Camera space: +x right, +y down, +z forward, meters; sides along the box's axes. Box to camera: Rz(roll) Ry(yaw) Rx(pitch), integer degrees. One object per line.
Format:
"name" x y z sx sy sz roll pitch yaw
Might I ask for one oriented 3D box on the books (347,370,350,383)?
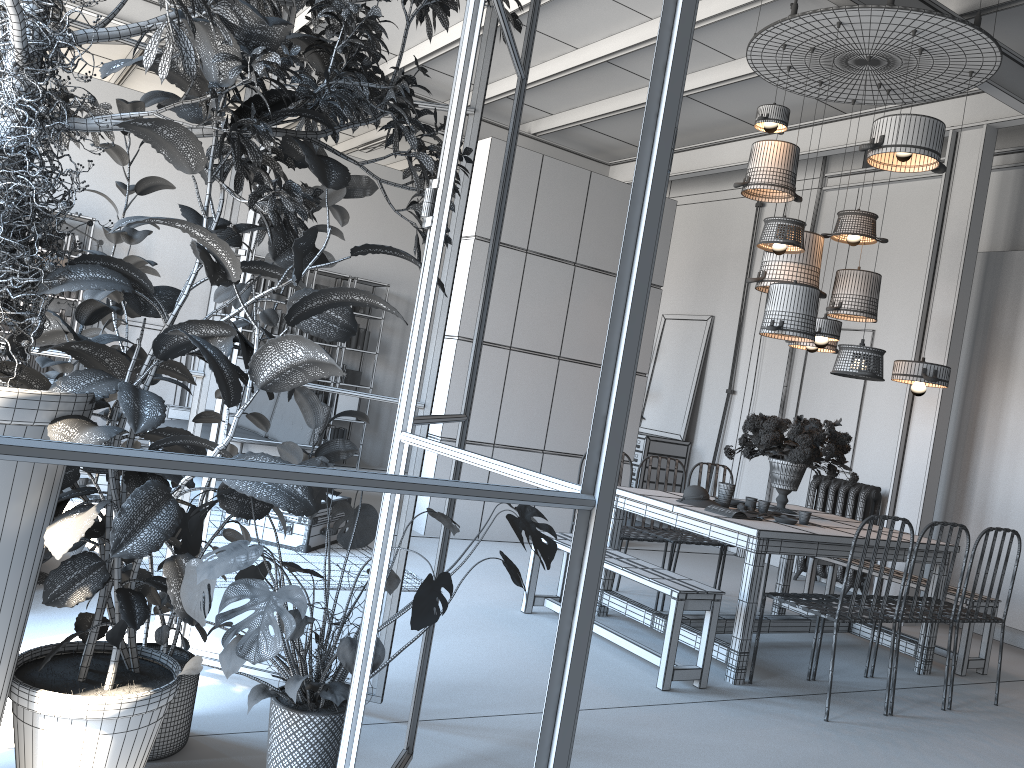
"books" -2.003 -0.091 10.711 0.012 0.177 0.134 10 0 -32

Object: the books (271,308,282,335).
"books" -2.734 -0.717 10.196 0.071 0.303 0.222 10 0 -32

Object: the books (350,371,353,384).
"books" -1.965 -0.084 10.736 0.012 0.177 0.134 10 0 -32

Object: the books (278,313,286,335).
"books" -2.676 -0.685 10.237 0.084 0.267 0.193 10 0 -31

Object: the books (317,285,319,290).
"books" -2.302 -1.045 10.340 0.016 0.240 0.182 10 0 -32

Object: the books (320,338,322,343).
"books" -2.283 -0.596 10.531 0.022 0.227 0.165 10 0 -32

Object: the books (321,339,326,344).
"books" -2.257 -0.600 10.571 0.057 0.244 0.180 10 0 -32

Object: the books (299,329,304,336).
"books" -2.468 -0.637 10.449 0.057 0.244 0.180 10 0 -32

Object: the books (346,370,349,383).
"books" -2.013 -0.093 10.705 0.012 0.177 0.134 10 0 -32

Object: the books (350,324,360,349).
"books" -1.922 -0.578 10.655 0.071 0.304 0.224 10 0 -32

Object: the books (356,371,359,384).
"books" -1.907 -0.074 10.773 0.012 0.177 0.134 10 0 -32

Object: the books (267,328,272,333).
"books" -2.802 -0.708 10.131 0.091 0.265 0.193 10 0 -32

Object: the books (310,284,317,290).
"books" -2.328 -1.050 10.323 0.016 0.240 0.182 10 0 -32

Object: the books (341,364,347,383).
"books" -2.056 -0.127 10.717 0.015 0.232 0.176 10 0 -32

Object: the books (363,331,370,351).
"books" -1.793 -0.523 10.761 0.057 0.244 0.180 10 0 -32

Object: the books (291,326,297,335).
"books" -2.557 -0.666 10.302 0.062 0.265 0.193 10 0 -32

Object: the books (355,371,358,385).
"books" -1.916 -0.076 10.767 0.012 0.177 0.134 10 0 -32

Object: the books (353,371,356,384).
"books" -1.936 -0.079 10.754 0.012 0.177 0.134 10 0 -32

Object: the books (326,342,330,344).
"books" -2.213 -0.593 10.612 0.057 0.244 0.180 10 0 -32

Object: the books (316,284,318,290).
"books" -2.315 -1.048 10.332 0.016 0.240 0.182 10 0 -32

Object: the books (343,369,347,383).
"books" -2.032 -0.096 10.692 0.012 0.177 0.134 10 0 -32

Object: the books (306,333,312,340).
"books" -2.393 -0.657 10.443 0.038 0.304 0.224 10 0 -32

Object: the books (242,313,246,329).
"books" -3.057 -0.723 10.021 0.052 0.223 0.164 10 0 -32

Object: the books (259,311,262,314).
"books" -2.873 -0.709 10.089 0.057 0.244 0.178 10 0 -32

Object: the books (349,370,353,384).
"books" -1.974 -0.086 10.730 0.012 0.177 0.134 10 0 -32

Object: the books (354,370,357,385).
"books" -1.926 -0.078 10.761 0.012 0.177 0.134 10 0 -32

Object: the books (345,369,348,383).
"books" -2.022 -0.094 10.699 0.012 0.177 0.134 10 0 -32

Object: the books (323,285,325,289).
"books" -2.249 -1.036 10.374 0.016 0.240 0.182 10 0 -32

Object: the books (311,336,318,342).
"books" -2.357 -0.629 10.509 0.091 0.266 0.195 10 0 -32

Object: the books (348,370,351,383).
"books" -1.993 -0.089 10.717 0.012 0.177 0.134 10 0 -32

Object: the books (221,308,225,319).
"books" -3.234 -0.763 9.886 0.077 0.244 0.178 10 0 -31

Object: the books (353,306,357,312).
"books" -1.905 -0.980 10.655 0.030 0.241 0.194 10 0 -36

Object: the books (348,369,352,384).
"books" -1.984 -0.088 10.723 0.012 0.177 0.134 10 0 -32

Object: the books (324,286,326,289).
"books" -2.236 -1.034 10.382 0.016 0.240 0.182 10 0 -32

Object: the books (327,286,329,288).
"books" -2.210 -1.029 10.399 0.016 0.240 0.182 10 0 -32

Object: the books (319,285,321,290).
"books" -2.289 -1.043 10.348 0.016 0.240 0.182 10 0 -32

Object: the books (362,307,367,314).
"books" -1.799 -0.964 10.709 0.029 0.243 0.168 10 0 -37

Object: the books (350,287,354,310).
"books" -1.945 -1.013 10.631 0.048 0.299 0.243 10 0 -32

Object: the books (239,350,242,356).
"books" -3.112 -0.322 10.018 0.194 0.241 0.030 9 0 44

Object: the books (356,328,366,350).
"books" -1.860 -0.546 10.720 0.091 0.266 0.195 10 0 -32

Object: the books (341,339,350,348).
"books" -1.986 -0.567 10.614 0.084 0.268 0.195 10 0 -31

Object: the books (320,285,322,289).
"books" -2.276 -1.041 10.357 0.016 0.240 0.182 10 0 -32

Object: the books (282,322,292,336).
"books" -2.605 -0.674 10.257 0.062 0.265 0.193 10 0 -32

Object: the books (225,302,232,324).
"books" -3.174 -0.774 9.924 0.065 0.278 0.204 10 0 -32

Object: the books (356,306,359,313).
"books" -1.877 -0.984 10.672 0.027 0.258 0.189 10 0 -32

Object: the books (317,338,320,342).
"books" -2.301 -0.599 10.518 0.022 0.227 0.165 10 0 -32

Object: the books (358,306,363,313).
"books" -1.842 -0.973 10.689 0.054 0.248 0.180 10 0 -32
